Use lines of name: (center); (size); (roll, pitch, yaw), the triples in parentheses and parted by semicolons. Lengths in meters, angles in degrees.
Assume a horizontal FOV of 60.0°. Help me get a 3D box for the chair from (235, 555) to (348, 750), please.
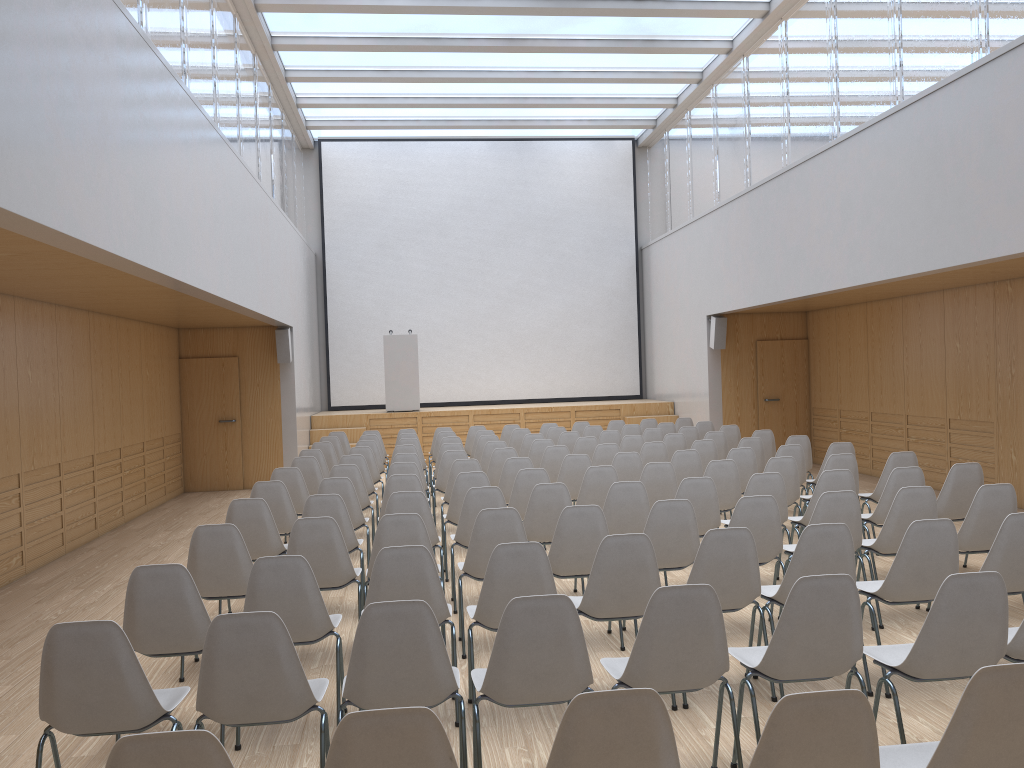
chair: (-1.054, 1.205, 4.232); (0.479, 0.876, 0.505); (-2, 1, -7)

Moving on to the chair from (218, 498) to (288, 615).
chair: (-1.786, 1.201, 6.202); (0.479, 0.876, 0.505); (-2, 1, -7)

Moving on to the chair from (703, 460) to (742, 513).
chair: (1.724, 1.063, 7.590); (0.479, 0.876, 0.505); (-2, 1, -7)

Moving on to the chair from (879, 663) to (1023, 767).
chair: (1.275, 1.150, 2.527); (0.479, 0.876, 0.505); (-2, 1, -7)

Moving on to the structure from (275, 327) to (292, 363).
structure: (-3.451, -0.585, 13.423); (0.196, 0.542, 0.368); (-2, 1, -7)

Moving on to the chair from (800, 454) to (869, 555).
chair: (2.776, 1.025, 7.749); (0.479, 0.876, 0.505); (-2, 1, -7)

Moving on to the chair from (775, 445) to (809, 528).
chair: (2.647, 1.015, 8.722); (0.479, 0.876, 0.505); (-2, 1, -7)

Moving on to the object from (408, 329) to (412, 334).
object: (-1.820, -0.839, 16.021); (0.166, 0.305, 0.252); (-3, 1, -35)

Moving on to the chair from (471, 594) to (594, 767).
chair: (0.084, 1.178, 3.377); (0.479, 0.876, 0.505); (-2, 1, -7)

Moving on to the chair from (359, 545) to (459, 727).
chair: (-0.517, 1.185, 4.363); (0.479, 0.876, 0.505); (-2, 1, -7)

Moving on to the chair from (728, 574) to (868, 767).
chair: (1.143, 1.140, 3.536); (0.479, 0.876, 0.505); (-2, 1, -7)

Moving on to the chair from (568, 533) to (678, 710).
chair: (0.527, 1.148, 4.472); (0.479, 0.876, 0.505); (-2, 1, -7)

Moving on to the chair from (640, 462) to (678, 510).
chair: (1.198, 1.081, 7.578); (0.479, 0.876, 0.505); (-2, 1, -7)

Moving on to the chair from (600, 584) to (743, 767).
chair: (0.607, 1.160, 3.457); (0.479, 0.876, 0.505); (-2, 1, -7)

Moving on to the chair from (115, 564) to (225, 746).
chair: (-1.558, 1.223, 4.133); (0.479, 0.876, 0.505); (-2, 1, -7)

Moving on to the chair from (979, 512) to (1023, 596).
chair: (2.560, 1.076, 4.687); (0.479, 0.876, 0.505); (-2, 1, -7)

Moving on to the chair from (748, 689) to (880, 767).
chair: (0.730, 1.171, 2.382); (0.479, 0.876, 0.505); (-2, 1, -7)

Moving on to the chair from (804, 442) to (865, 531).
chair: (3.165, 0.997, 8.810); (0.479, 0.876, 0.505); (-2, 1, -7)

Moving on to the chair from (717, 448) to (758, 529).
chair: (2.143, 1.035, 8.582); (0.479, 0.876, 0.505); (-2, 1, -7)

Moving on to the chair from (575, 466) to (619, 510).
chair: (0.708, 1.099, 7.453); (0.479, 0.876, 0.505); (-2, 1, -7)

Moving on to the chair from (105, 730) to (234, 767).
chair: (-0.803, 1.224, 2.269); (0.479, 0.876, 0.505); (-2, 1, -7)

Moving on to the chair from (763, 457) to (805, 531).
chair: (2.242, 1.044, 7.670); (0.479, 0.876, 0.505); (-2, 1, -7)

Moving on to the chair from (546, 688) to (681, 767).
chair: (0.241, 1.187, 2.437); (0.479, 0.876, 0.505); (-2, 1, -7)

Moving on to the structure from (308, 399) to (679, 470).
structure: (-0.323, 0.951, 16.504); (6.551, 1.027, 2.728); (-2, 1, -7)

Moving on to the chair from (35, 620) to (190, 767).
chair: (-1.455, 1.232, 3.239); (0.479, 0.876, 0.505); (-2, 1, -7)

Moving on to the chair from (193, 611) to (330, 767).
chair: (-0.924, 1.214, 3.282); (0.479, 0.876, 0.505); (-2, 1, -7)

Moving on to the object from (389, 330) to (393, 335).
object: (-2.165, -0.827, 15.982); (0.166, 0.305, 0.252); (-3, 1, -35)

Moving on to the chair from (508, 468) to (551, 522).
chair: (0.150, 1.118, 7.430); (0.479, 0.876, 0.505); (-2, 1, -7)

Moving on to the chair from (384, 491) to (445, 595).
chair: (-0.727, 1.164, 6.283); (0.479, 0.876, 0.505); (-2, 1, -7)

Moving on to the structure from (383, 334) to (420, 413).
structure: (-1.996, -0.191, 16.075); (0.605, 1.379, 0.605); (-2, 1, -7)

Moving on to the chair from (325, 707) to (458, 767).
chair: (-0.309, 1.206, 2.364); (0.479, 0.876, 0.505); (-2, 1, -7)

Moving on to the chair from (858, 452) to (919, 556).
chair: (3.290, 1.008, 7.749); (0.479, 0.876, 0.505); (-2, 1, -7)

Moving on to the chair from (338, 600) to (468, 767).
chair: (-0.419, 1.196, 3.368); (0.479, 0.876, 0.505); (-2, 1, -7)

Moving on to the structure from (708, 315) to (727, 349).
structure: (3.294, -0.825, 14.194); (0.196, 0.542, 0.368); (-2, 1, -7)

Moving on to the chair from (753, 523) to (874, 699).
chair: (1.515, 1.113, 4.567); (0.479, 0.876, 0.505); (-2, 1, -7)

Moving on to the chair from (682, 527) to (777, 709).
chair: (1.031, 1.130, 4.540); (0.479, 0.876, 0.505); (-2, 1, -7)

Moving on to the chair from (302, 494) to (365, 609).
chair: (-1.290, 1.184, 6.277); (0.479, 0.876, 0.505); (-2, 1, -7)

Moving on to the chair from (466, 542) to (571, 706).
chair: (0.017, 1.167, 4.355); (0.479, 0.876, 0.505); (-2, 1, -7)

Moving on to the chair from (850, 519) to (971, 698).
chair: (2.038, 1.095, 4.586); (0.479, 0.876, 0.505); (-2, 1, -7)

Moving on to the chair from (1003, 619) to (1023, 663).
chair: (2.164, 1.104, 3.663); (0.479, 0.876, 0.505); (-2, 1, -7)

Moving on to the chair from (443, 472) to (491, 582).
chair: (-0.336, 1.136, 7.334); (0.479, 0.876, 0.505); (-2, 1, -7)

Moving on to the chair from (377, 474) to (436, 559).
chair: (-0.881, 1.155, 7.331); (0.479, 0.876, 0.505); (-2, 1, -7)

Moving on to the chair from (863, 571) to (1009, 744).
chair: (1.675, 1.123, 3.497); (0.479, 0.876, 0.505); (-2, 1, -7)
